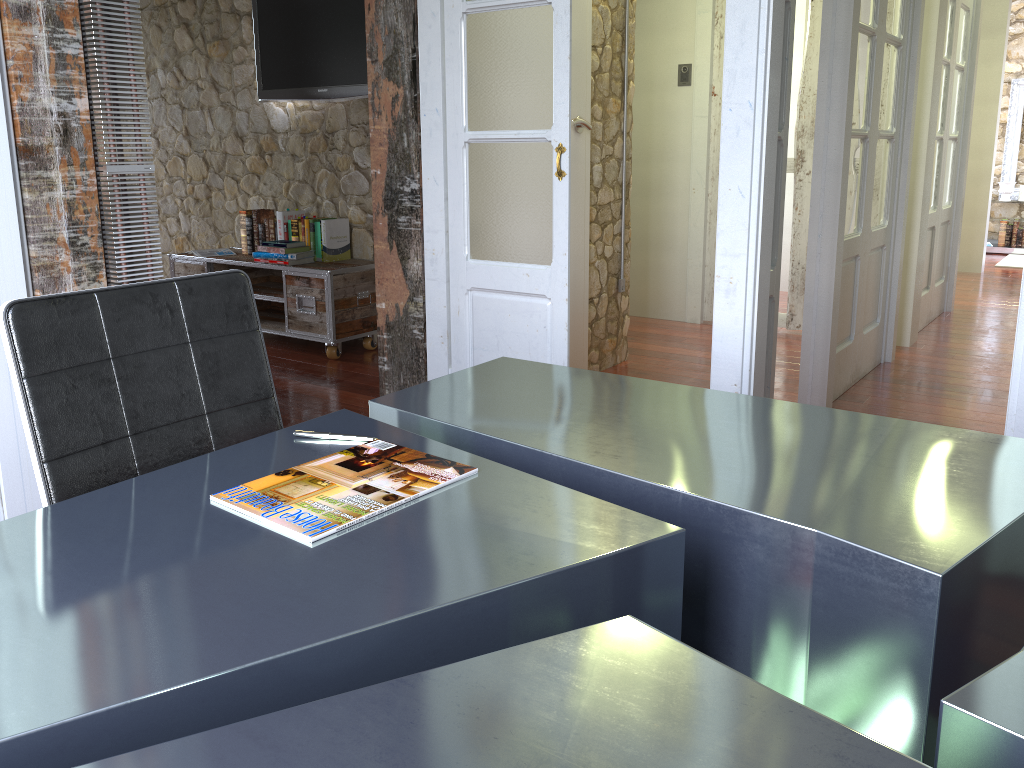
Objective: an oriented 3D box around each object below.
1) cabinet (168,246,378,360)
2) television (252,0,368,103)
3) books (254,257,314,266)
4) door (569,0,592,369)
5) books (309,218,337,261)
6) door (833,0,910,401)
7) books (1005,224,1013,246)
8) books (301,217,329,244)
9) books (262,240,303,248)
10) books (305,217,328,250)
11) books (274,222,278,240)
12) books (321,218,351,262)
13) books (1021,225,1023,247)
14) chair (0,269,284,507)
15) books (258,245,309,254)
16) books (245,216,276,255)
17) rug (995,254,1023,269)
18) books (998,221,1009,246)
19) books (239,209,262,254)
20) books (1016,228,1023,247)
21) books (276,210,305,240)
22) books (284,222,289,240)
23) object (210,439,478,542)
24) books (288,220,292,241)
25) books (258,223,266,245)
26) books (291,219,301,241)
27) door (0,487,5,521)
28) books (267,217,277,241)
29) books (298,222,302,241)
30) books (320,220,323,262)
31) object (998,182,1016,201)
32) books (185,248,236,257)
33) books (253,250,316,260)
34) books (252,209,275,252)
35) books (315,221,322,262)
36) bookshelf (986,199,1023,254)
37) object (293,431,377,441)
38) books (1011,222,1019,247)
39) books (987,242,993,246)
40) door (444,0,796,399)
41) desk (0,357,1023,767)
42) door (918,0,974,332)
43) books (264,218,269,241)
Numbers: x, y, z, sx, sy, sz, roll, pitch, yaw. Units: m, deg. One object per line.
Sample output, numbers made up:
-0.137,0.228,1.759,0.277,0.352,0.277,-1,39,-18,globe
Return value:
-1.386,-0.500,5.254,1.428,0.504,0.492,10,17,34,cabinet
-1.028,-1.938,4.923,1.132,0.723,0.105,10,16,35,television
-1.282,-0.702,4.996,0.285,0.032,0.199,10,18,34,books
0.084,-1.008,3.793,0.146,2.193,0.875,8,15,34,door
-1.084,-0.835,5.102,0.034,0.232,0.184,8,16,34,books
1.634,-1.011,4.069,0.041,2.062,1.085,8,15,34,door
5.301,-1.589,9.429,0.057,0.226,0.190,8,16,34,books
-1.138,-0.844,5.139,0.034,0.232,0.184,8,16,34,books
-1.282,-0.788,4.979,0.205,0.023,0.145,10,18,34,books
-1.113,-0.839,5.117,0.034,0.232,0.184,8,16,34,books
-1.341,-0.867,5.284,0.027,0.204,0.162,8,16,34,books
-1.002,-0.819,5.040,0.034,0.232,0.184,8,16,34,books
5.418,-1.567,9.353,0.038,0.220,0.160,8,15,34,books
-0.373,0.322,1.356,0.604,0.909,0.479,9,15,34,chair
-1.284,-0.763,4.988,0.255,0.030,0.176,12,19,39,books
-1.529,-0.911,5.410,0.057,0.226,0.190,8,16,34,books
5.299,-1.152,8.485,1.072,0.016,1.077,10,18,34,rug
5.258,-1.618,9.470,0.066,0.260,0.199,8,16,34,books
-1.572,-0.940,5.452,0.066,0.260,0.199,8,16,34,books
5.374,-1.555,9.369,0.048,0.189,0.145,8,16,34,books
-1.307,-0.892,5.257,0.053,0.266,0.178,8,15,34,books
-1.275,-0.856,5.239,0.026,0.204,0.162,8,16,34,books
-0.231,0.143,1.255,0.225,0.012,0.309,12,19,38,object
-1.235,-0.862,5.232,0.045,0.219,0.176,8,16,34,books
-1.457,-0.877,5.350,0.048,0.189,0.145,8,16,34,books
-1.207,-0.853,5.185,0.057,0.225,0.172,8,16,34,books
-1.368,-0.296,1.276,0.041,2.157,1.169,8,15,34,door
-1.376,-0.884,5.306,0.057,0.225,0.172,8,16,34,books
-1.165,-0.840,5.164,0.037,0.211,0.169,8,16,34,books
-1.024,-0.823,5.060,0.026,0.229,0.161,8,15,34,books
5.177,-2.016,9.276,0.173,0.191,0.172,9,16,34,object
-1.854,-0.816,5.443,0.224,0.028,0.308,-10,18,-33,books
-1.282,-0.733,4.990,0.285,0.031,0.199,5,16,20,books
-1.498,-0.920,5.363,0.044,0.267,0.141,8,15,34,books
-1.048,-0.825,5.087,0.045,0.219,0.176,8,16,34,books
5.494,-1.624,9.226,1.406,0.543,0.403,10,16,34,bookshelf
-0.289,0.086,1.453,0.149,0.011,0.011,3,14,11,object
5.333,-1.598,9.382,0.044,0.267,0.141,8,15,34,books
5.031,-1.519,9.554,0.224,0.028,0.309,4,15,15,books
0.305,-0.731,2.867,1.187,2.157,0.487,2,12,9,door
0.265,0.534,1.034,1.719,0.646,1.458,10,18,34,desk
2.665,-1.399,5.500,0.041,2.062,1.085,8,15,34,door
-1.412,-0.889,5.335,0.038,0.220,0.161,8,15,34,books
